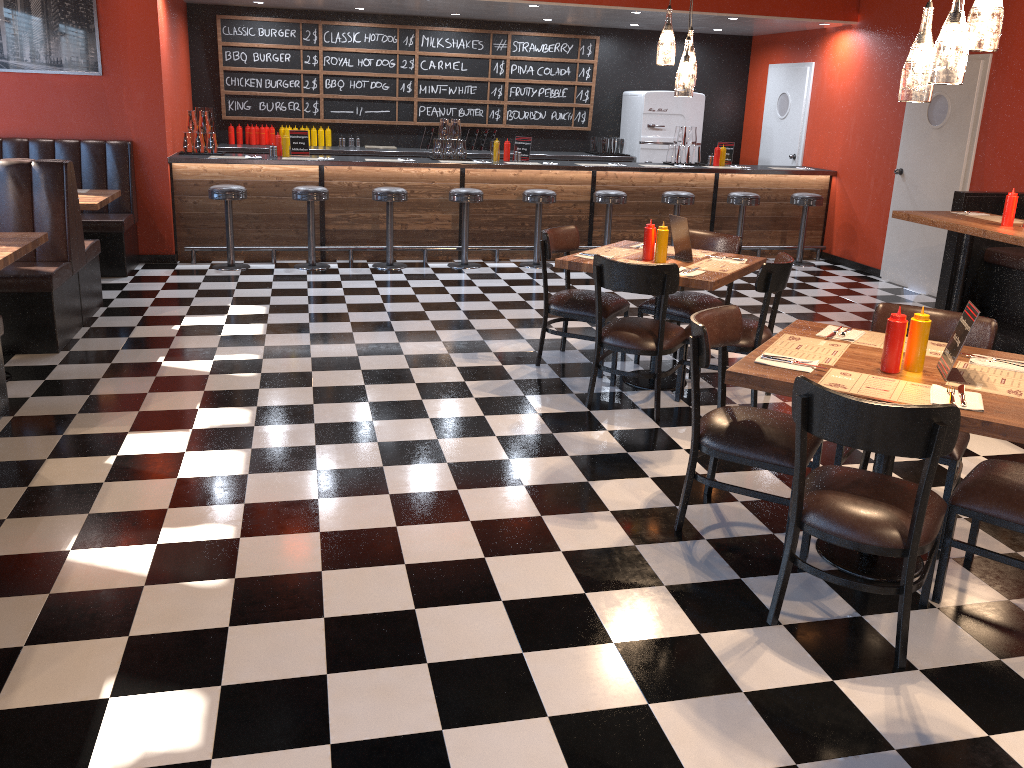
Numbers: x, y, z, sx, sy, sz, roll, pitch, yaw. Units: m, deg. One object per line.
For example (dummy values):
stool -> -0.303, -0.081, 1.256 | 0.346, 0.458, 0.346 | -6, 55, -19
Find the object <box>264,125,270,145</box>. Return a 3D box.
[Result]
object -> -2.921, -2.974, 10.565 | 0.068, 0.235, 0.068 | -1, 16, -12

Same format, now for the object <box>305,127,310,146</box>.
object -> -2.452, -2.967, 10.599 | 0.068, 0.235, 0.068 | -10, 20, -36

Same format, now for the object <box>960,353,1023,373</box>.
object -> 1.817, -0.087, 3.338 | 0.256, 0.019, 0.159 | 14, 21, 31

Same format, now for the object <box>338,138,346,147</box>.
object -> -2.061, -2.945, 10.744 | 0.094, 0.134, 0.047 | 9, 17, 20

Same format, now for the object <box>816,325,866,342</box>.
object -> 1.354, -0.210, 3.659 | 0.158, 0.019, 0.257 | 14, 21, 32

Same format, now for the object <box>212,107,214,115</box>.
object -> -3.492, -3.090, 10.229 | 0.105, 0.206, 0.106 | -7, 18, -28

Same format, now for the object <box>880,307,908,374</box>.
object -> 1.363, -0.160, 3.155 | 0.068, 0.235, 0.068 | 0, 16, -8

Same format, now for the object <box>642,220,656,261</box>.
object -> 0.807, -0.848, 5.201 | 0.068, 0.235, 0.068 | 11, 18, 28

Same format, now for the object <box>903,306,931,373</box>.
object -> 1.455, -0.162, 3.174 | 0.068, 0.235, 0.068 | 0, 16, -8

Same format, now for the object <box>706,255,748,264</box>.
object -> 1.279, -0.755, 5.325 | 0.256, 0.019, 0.159 | 11, 20, 24

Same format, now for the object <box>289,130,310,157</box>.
object -> -2.158, -2.444, 8.997 | 0.188, 0.254, 0.073 | -5, 18, -23

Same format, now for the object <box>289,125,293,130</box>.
object -> -2.657, -2.976, 10.602 | 0.068, 0.235, 0.068 | -1, 16, -11

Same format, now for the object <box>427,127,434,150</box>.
object -> -1.007, -3.030, 10.934 | 0.073, 0.257, 0.194 | -1, 17, -11

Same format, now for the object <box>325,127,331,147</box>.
object -> -2.217, -2.990, 10.697 | 0.068, 0.235, 0.068 | -1, 16, -11

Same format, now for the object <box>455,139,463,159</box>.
object -> -0.562, -2.499, 9.430 | 0.106, 0.206, 0.106 | 12, 19, 30

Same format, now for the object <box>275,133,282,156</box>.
object -> -2.347, -2.408, 8.896 | 0.068, 0.235, 0.068 | -1, 16, -12

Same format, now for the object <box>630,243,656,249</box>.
object -> 0.856, -0.884, 5.672 | 0.158, 0.019, 0.257 | 14, 21, 32

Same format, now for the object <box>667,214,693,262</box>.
object -> 1.003, -0.867, 5.253 | 0.072, 0.254, 0.190 | -5, 18, -23

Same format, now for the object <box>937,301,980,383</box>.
object -> 1.576, -0.154, 3.133 | 0.072, 0.254, 0.190 | 7, 17, 15

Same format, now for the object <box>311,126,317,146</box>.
object -> -2.381, -2.980, 10.649 | 0.068, 0.235, 0.068 | -2, 17, -15

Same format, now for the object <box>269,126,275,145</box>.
object -> -2.846, -2.955, 10.514 | 0.068, 0.235, 0.068 | -1, 16, -11

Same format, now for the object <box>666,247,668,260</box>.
object -> 0.891, -0.809, 5.259 | 0.047, 0.134, 0.095 | -5, 18, -23

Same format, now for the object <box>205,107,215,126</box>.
object -> -3.456, -3.054, 10.122 | 0.105, 0.206, 0.106 | -7, 18, -28

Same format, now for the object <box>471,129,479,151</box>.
object -> -0.462, -3.051, 11.064 | 0.072, 0.254, 0.190 | 0, 17, -8

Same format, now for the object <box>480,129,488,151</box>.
object -> -0.352, -3.055, 11.089 | 0.074, 0.255, 0.191 | -1, 17, -11

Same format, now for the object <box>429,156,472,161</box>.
object -> -0.647, -2.388, 9.388 | 0.437, 0.018, 0.276 | -2, 19, -13

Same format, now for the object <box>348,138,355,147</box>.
object -> -1.953, -2.951, 10.777 | 0.047, 0.134, 0.094 | 12, 19, 30

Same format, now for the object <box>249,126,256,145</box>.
object -> -3.056, -2.936, 10.431 | 0.068, 0.235, 0.068 | -9, 20, -35

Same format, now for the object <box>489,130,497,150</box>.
object -> -0.244, -3.059, 11.115 | 0.072, 0.254, 0.190 | 0, 17, -8

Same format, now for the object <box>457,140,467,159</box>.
object -> -0.525, -2.463, 9.323 | 0.106, 0.206, 0.106 | 12, 19, 30

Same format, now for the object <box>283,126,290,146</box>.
object -> -2.673, -2.945, 10.505 | 0.068, 0.235, 0.068 | -10, 20, -36

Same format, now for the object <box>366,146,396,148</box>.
object -> -1.605, -2.897, 10.816 | 0.365, 0.001, 0.264 | -2, 18, -12

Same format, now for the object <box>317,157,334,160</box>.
object -> -1.850, -2.247, 8.811 | 0.157, 0.019, 0.258 | 0, 18, -8

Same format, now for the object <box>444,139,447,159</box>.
object -> -0.677, -2.494, 9.402 | 0.106, 0.206, 0.106 | 12, 19, 30

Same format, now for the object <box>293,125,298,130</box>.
object -> -2.585, -2.967, 10.583 | 0.068, 0.235, 0.068 | -2, 17, -15

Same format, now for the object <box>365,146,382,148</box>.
object -> -1.605, -2.896, 10.817 | 0.365, 0.001, 0.264 | -2, 18, -13

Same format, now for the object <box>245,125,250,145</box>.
object -> -3.126, -2.961, 10.499 | 0.068, 0.235, 0.068 | -1, 16, -11

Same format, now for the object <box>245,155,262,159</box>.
object -> -2.521, -2.217, 8.639 | 0.157, 0.019, 0.258 | -4, 19, -17

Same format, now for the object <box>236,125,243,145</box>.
object -> -3.210, -2.944, 10.438 | 0.068, 0.235, 0.068 | 3, 16, 3

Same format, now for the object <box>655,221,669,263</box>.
object -> 0.869, -0.824, 5.134 | 0.068, 0.235, 0.068 | 3, 16, 1

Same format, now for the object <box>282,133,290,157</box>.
object -> -2.259, -2.388, 8.846 | 0.068, 0.235, 0.068 | -1, 16, -12

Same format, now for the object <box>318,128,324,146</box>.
object -> -2.300, -2.986, 10.677 | 0.068, 0.235, 0.068 | -1, 16, -12

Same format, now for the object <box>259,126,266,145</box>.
object -> -2.950, -2.945, 10.473 | 0.068, 0.235, 0.068 | -1, 16, -11

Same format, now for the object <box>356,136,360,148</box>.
object -> -1.870, -2.941, 10.756 | 0.047, 0.134, 0.095 | -3, 17, -18

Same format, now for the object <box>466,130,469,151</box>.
object -> -0.571, -3.047, 11.038 | 0.072, 0.254, 0.190 | 1, 17, -4

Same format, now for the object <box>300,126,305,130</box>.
object -> -2.517, -2.984, 10.645 | 0.068, 0.235, 0.068 | -10, 20, -36

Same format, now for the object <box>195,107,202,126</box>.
object -> -3.564, -3.048, 10.091 | 0.105, 0.206, 0.106 | -7, 18, -28

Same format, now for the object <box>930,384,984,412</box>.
object -> 1.464, 0.036, 2.917 | 0.158, 0.019, 0.257 | 10, 20, 23

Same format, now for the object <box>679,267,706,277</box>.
object -> 0.970, -0.624, 4.887 | 0.158, 0.019, 0.257 | 13, 21, 30

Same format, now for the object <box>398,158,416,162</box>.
object -> -1.076, -2.283, 9.015 | 0.157, 0.019, 0.258 | -4, 19, -17

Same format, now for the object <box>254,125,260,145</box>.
object -> -3.032, -2.963, 10.517 | 0.068, 0.235, 0.068 | -1, 16, -11

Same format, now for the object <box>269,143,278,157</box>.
object -> -2.370, -2.320, 8.790 | 0.094, 0.134, 0.047 | 9, 17, 20

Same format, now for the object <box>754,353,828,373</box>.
object -> 1.023, -0.081, 3.224 | 0.256, 0.019, 0.159 | 13, 21, 29

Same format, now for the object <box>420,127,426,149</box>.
object -> -1.098, -3.028, 10.918 | 0.070, 0.255, 0.191 | 0, 17, -6

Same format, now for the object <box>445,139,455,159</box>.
object -> -0.646, -2.461, 9.302 | 0.106, 0.206, 0.106 | 12, 19, 30

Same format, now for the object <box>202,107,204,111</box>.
object -> -3.579, -3.086, 10.204 | 0.105, 0.206, 0.106 | -7, 18, -28

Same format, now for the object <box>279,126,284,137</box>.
object -> -2.739, -2.968, 10.567 | 0.068, 0.235, 0.068 | -9, 20, -35

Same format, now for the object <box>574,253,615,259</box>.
object -> 0.506, -0.755, 5.231 | 0.256, 0.019, 0.158 | 15, 22, 33

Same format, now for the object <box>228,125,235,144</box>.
object -> -3.298, -2.939, 10.412 | 0.068, 0.235, 0.068 | -9, 20, -35
